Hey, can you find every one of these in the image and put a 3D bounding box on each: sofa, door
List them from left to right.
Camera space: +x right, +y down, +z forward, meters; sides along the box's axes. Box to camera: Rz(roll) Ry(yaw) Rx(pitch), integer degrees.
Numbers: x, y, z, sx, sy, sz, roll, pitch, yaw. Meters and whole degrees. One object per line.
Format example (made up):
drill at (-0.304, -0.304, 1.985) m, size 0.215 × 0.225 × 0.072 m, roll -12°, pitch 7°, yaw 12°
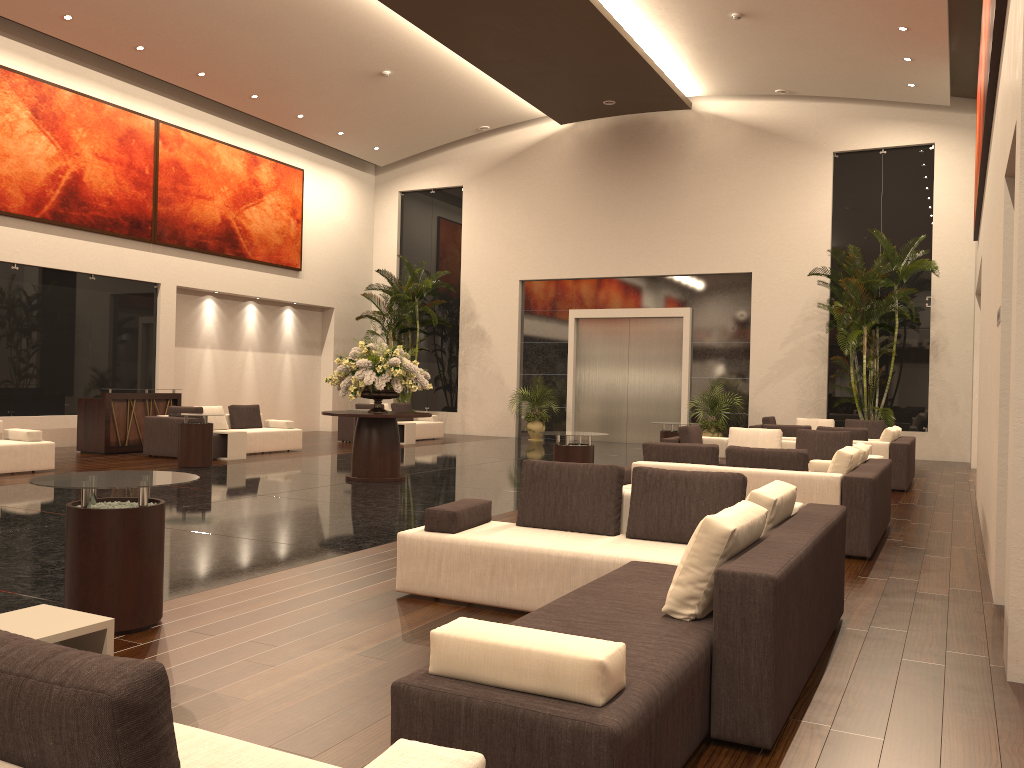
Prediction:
sofa at (-7.279, 0.752, 11.164) m, size 1.291 × 0.862 × 2.846 m, roll 1°, pitch 0°, yaw 27°
sofa at (-1.331, 0.896, 2.243) m, size 2.846 × 0.862 × 1.291 m, roll 1°, pitch 0°, yaw 27°
sofa at (-4.952, 0.812, 15.784) m, size 1.291 × 0.862 × 2.846 m, roll 1°, pitch 0°, yaw 27°
sofa at (-2.617, 0.872, 20.419) m, size 1.291 × 0.862 × 2.846 m, roll 1°, pitch 0°, yaw 27°
sofa at (0.117, 0.933, 4.435) m, size 2.586 × 0.862 × 3.366 m, roll 1°, pitch 0°, yaw 27°
door at (2.830, -0.087, 21.568) m, size 2.767 × 3.048 × 0.040 m, roll 1°, pitch 0°, yaw 27°
sofa at (2.508, 0.994, 9.221) m, size 2.586 × 0.862 × 3.366 m, roll 1°, pitch 0°, yaw 27°
sofa at (3.428, 1.019, 11.690) m, size 2.846 × 0.862 × 1.291 m, roll 1°, pitch 0°, yaw 27°
sofa at (5.061, 1.060, 14.287) m, size 2.586 × 0.862 × 3.366 m, roll 1°, pitch 0°, yaw 27°
sofa at (5.980, 1.084, 16.756) m, size 2.846 × 0.862 × 1.291 m, roll 1°, pitch 0°, yaw 27°

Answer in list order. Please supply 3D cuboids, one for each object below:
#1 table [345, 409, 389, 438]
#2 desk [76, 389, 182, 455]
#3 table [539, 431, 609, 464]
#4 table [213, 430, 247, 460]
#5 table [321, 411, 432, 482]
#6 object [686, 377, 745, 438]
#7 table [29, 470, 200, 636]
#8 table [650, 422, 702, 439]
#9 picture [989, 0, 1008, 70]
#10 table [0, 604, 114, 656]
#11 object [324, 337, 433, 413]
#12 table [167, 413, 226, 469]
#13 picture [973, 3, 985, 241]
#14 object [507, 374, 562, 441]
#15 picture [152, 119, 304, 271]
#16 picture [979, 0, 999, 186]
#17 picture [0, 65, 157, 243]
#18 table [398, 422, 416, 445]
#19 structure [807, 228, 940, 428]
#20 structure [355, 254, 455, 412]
table at (-2.815, 0.898, 17.145) m, size 0.833 × 0.795 × 0.844 m, roll 1°, pitch 0°, yaw -12°
desk at (-6.773, 0.639, 15.813) m, size 0.760 × 1.114 × 1.634 m, roll 1°, pitch 0°, yaw 27°
table at (0.726, 0.983, 10.519) m, size 0.833 × 0.795 × 0.844 m, roll 1°, pitch 0°, yaw -12°
table at (-4.722, 1.019, 14.788) m, size 0.400 × 0.460 × 0.400 m, roll 1°, pitch 0°, yaw 27°
table at (-1.875, 0.856, 12.281) m, size 1.498 × 0.921 × 1.498 m, roll 1°, pitch 0°, yaw 18°
object at (4.459, 0.639, 19.762) m, size 1.373 × 1.682 × 1.297 m, roll 1°, pitch 0°, yaw -25°
table at (-2.150, 0.909, 4.811) m, size 0.844 × 0.795 × 0.833 m, roll 1°, pitch 0°, yaw -24°
table at (2.645, 1.032, 14.392) m, size 0.833 × 0.795 × 0.844 m, roll 1°, pitch 0°, yaw -12°
picture at (2.968, -3.868, 5.252) m, size 0.070 × 2.526 × 4.515 m, roll 1°, pitch 0°, yaw 27°
table at (-1.740, 1.088, 3.183) m, size 0.400 × 0.460 × 0.400 m, roll 1°, pitch 0°, yaw 27°
object at (-1.827, -0.151, 12.267) m, size 1.453 × 1.097 × 1.402 m, roll 1°, pitch 0°, yaw -17°
table at (-4.735, 0.848, 13.272) m, size 0.833 × 0.795 × 0.844 m, roll 1°, pitch 0°, yaw -12°
picture at (7.035, -3.763, 13.324) m, size 0.070 × 2.526 × 4.515 m, roll 1°, pitch 0°, yaw 27°
object at (0.615, 0.544, 21.759) m, size 1.373 × 1.682 × 1.297 m, roll 1°, pitch 0°, yaw -30°
picture at (-6.236, -4.090, 20.014) m, size 0.070 × 2.526 × 4.515 m, roll 1°, pitch 0°, yaw 27°
picture at (5.001, -3.815, 9.286) m, size 0.070 × 2.526 × 4.515 m, roll 1°, pitch 0°, yaw 27°
picture at (-8.270, -4.142, 15.976) m, size 0.070 × 2.526 × 4.515 m, roll 1°, pitch 0°, yaw 27°
table at (-2.387, 1.080, 19.423) m, size 0.400 × 0.460 × 0.400 m, roll 1°, pitch 0°, yaw 27°
structure at (7.251, -0.757, 17.806) m, size 2.436 × 4.611 × 2.531 m, roll 1°, pitch 0°, yaw -2°
structure at (-2.708, -1.002, 22.987) m, size 2.436 × 4.611 × 2.531 m, roll 1°, pitch 0°, yaw -2°
